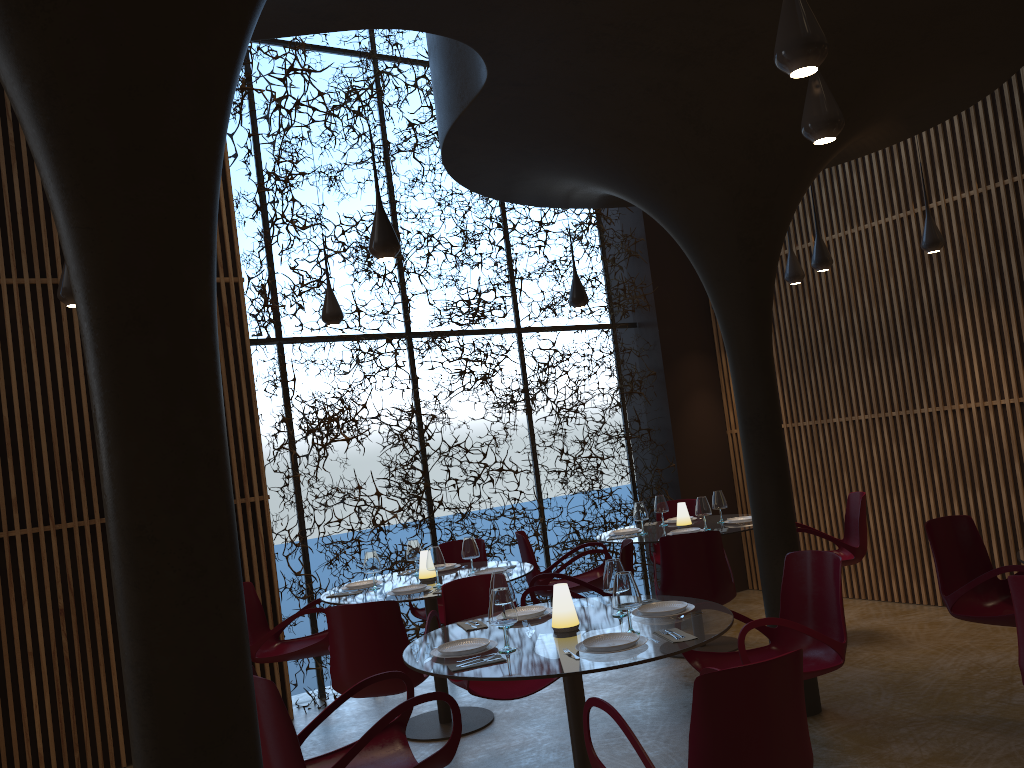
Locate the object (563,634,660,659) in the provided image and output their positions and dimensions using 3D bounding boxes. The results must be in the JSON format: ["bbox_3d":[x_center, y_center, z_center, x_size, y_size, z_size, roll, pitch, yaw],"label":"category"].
[{"bbox_3d":[0.449,1.191,4.044,0.410,0.012,0.205,-6,-4,-17],"label":"object"}]

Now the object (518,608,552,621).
[{"bbox_3d":[0.069,1.306,5.015,0.331,0.014,0.332,-7,-4,-6],"label":"object"}]

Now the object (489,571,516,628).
[{"bbox_3d":[-0.052,1.169,4.812,0.142,0.295,0.142,-8,-3,5],"label":"object"}]

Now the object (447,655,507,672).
[{"bbox_3d":[-0.160,1.275,4.042,0.261,0.017,0.127,-6,-4,-18],"label":"object"}]

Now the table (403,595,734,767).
[{"bbox_3d":[0.349,1.815,4.505,1.671,1.129,1.675,-6,-4,-14],"label":"table"}]

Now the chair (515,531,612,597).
[{"bbox_3d":[0.499,1.674,8.432,0.872,0.635,0.626,-7,-3,2],"label":"chair"}]

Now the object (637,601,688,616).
[{"bbox_3d":[0.790,1.178,4.640,0.263,0.029,0.264,-5,-5,-31],"label":"object"}]

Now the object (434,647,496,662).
[{"bbox_3d":[-0.235,1.300,4.339,0.204,0.012,0.411,-6,-4,-22],"label":"object"}]

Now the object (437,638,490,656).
[{"bbox_3d":[-0.235,1.288,4.336,0.263,0.029,0.264,-6,-4,-24],"label":"object"}]

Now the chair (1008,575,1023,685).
[{"bbox_3d":[2.624,1.088,3.909,0.871,0.635,0.626,-5,-4,-38],"label":"chair"}]

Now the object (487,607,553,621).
[{"bbox_3d":[0.073,1.307,5.017,0.410,0.012,0.205,-6,-4,-20],"label":"object"}]

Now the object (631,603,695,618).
[{"bbox_3d":[0.791,1.187,4.639,0.332,0.014,0.331,-11,-5,39],"label":"object"}]

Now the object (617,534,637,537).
[{"bbox_3d":[1.084,1.412,8.417,0.204,0.012,0.411,-8,-4,8],"label":"object"}]

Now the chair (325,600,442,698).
[{"bbox_3d":[-0.842,1.662,5.757,0.625,0.635,0.873,-8,-3,7],"label":"chair"}]

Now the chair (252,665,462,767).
[{"bbox_3d":[-0.751,1.531,4.044,0.871,0.635,0.626,-6,-4,-28],"label":"chair"}]

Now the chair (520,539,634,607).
[{"bbox_3d":[0.526,1.553,6.737,0.873,0.635,0.625,-8,-3,7],"label":"chair"}]

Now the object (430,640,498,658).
[{"bbox_3d":[-0.233,1.298,4.335,0.331,0.014,0.332,-4,-5,-40],"label":"object"}]

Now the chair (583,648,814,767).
[{"bbox_3d":[0.726,1.294,3.366,0.624,0.635,0.875,-6,-4,-23],"label":"chair"}]

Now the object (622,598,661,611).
[{"bbox_3d":[0.698,1.226,4.925,0.261,0.017,0.127,-6,-4,-22],"label":"object"}]

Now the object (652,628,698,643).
[{"bbox_3d":[0.751,1.162,4.092,0.126,0.017,0.262,-6,-4,-13],"label":"object"}]

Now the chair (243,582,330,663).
[{"bbox_3d":[-1.781,1.875,7.090,0.872,0.635,0.626,-7,-3,2],"label":"chair"}]

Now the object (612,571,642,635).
[{"bbox_3d":[0.553,1.053,4.253,0.142,0.295,0.142,-9,-3,31],"label":"object"}]

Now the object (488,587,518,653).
[{"bbox_3d":[-0.041,1.129,4.244,0.142,0.295,0.142,-5,-4,-41],"label":"object"}]

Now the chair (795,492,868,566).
[{"bbox_3d":[2.807,1.353,8.079,0.873,0.635,0.625,-8,-3,7],"label":"chair"}]

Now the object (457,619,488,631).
[{"bbox_3d":[-0.223,1.346,4.948,0.126,0.017,0.262,-6,-4,-16],"label":"object"}]

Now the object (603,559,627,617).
[{"bbox_3d":[0.557,1.085,4.726,0.142,0.295,0.142,-10,-4,44],"label":"object"}]

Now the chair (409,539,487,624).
[{"bbox_3d":[-0.517,1.774,7.989,0.625,0.635,0.873,-8,-3,12],"label":"chair"}]

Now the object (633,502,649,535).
[{"bbox_3d":[1.199,1.245,8.229,0.142,0.295,0.142,-6,-3,-34],"label":"object"}]

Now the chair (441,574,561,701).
[{"bbox_3d":[-0.099,1.545,5.457,0.624,0.635,0.874,-6,-4,-18],"label":"chair"}]

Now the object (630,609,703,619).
[{"bbox_3d":[0.793,1.188,4.635,0.204,0.012,0.412,-5,-4,-26],"label":"object"}]

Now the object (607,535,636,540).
[{"bbox_3d":[1.002,1.408,8.122,0.262,0.017,0.126,-8,-4,12],"label":"object"}]

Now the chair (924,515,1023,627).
[{"bbox_3d":[3.023,1.141,5.413,0.624,0.635,0.875,-6,-4,-28],"label":"chair"}]

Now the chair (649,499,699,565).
[{"bbox_3d":[1.764,1.574,9.331,0.625,0.635,0.873,-8,-3,12],"label":"chair"}]

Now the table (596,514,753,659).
[{"bbox_3d":[1.693,1.905,8.300,1.673,1.129,1.673,-8,-3,9],"label":"table"}]

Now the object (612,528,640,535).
[{"bbox_3d":[1.083,1.401,8.413,0.264,0.029,0.263,-11,-5,44],"label":"object"}]

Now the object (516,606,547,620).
[{"bbox_3d":[0.068,1.296,5.015,0.263,0.029,0.264,-5,-5,-32],"label":"object"}]

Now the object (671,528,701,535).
[{"bbox_3d":[1.532,1.302,7.815,0.263,0.029,0.264,-4,-5,-40],"label":"object"}]

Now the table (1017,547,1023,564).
[{"bbox_3d":[3.627,1.396,4.545,1.670,1.129,1.676,-6,-4,-24],"label":"table"}]

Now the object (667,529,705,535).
[{"bbox_3d":[1.533,1.311,7.815,0.331,0.014,0.332,-6,-4,-14],"label":"object"}]

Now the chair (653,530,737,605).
[{"bbox_3d":[1.439,1.461,7.099,0.625,0.635,0.873,-8,-3,7],"label":"chair"}]

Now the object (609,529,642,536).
[{"bbox_3d":[1.084,1.411,8.413,0.332,0.014,0.331,-10,-5,38],"label":"object"}]

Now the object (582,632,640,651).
[{"bbox_3d":[0.452,1.180,4.046,0.263,0.029,0.263,-7,-4,-9],"label":"object"}]

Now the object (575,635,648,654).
[{"bbox_3d":[0.453,1.189,4.045,0.332,0.014,0.332,-7,-4,-3],"label":"object"}]

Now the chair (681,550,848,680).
[{"bbox_3d":[1.428,1.310,4.902,0.871,0.635,0.626,-6,-3,-23],"label":"chair"}]

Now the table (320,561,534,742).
[{"bbox_3d":[-0.588,2.105,6.958,1.673,1.129,1.673,-8,-3,9],"label":"table"}]
